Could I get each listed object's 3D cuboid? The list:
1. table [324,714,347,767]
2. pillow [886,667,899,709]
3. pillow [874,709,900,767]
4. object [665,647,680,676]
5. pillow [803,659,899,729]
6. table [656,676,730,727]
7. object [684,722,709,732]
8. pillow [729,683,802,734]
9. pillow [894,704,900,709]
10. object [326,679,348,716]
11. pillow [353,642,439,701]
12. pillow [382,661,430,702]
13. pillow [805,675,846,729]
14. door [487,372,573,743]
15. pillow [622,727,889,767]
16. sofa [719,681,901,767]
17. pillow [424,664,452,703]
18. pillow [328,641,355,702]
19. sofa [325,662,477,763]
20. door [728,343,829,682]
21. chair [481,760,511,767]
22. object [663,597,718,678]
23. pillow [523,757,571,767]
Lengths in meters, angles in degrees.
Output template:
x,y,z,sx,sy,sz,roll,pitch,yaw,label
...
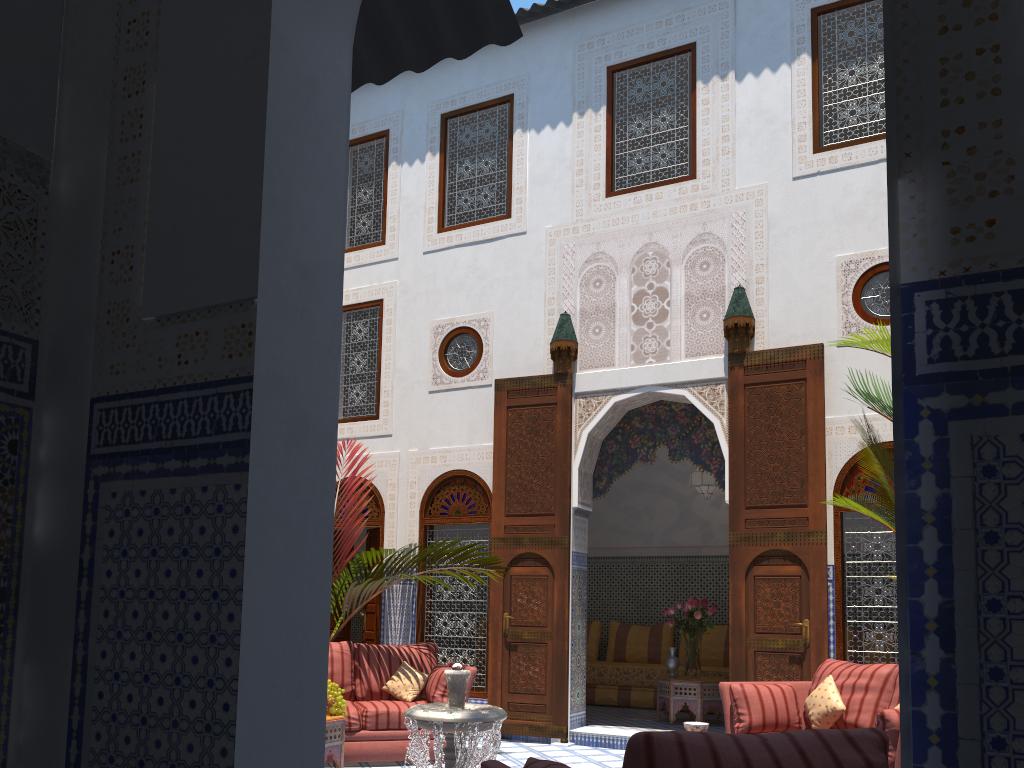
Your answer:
x,y,z,sx,sy,sz,roll,pitch,yaw,label
-1.149,1.884,4.550,0.539,0.317,0.549,-5,-14,27,table
1.828,1.395,3.723,0.306,0.394,0.571,5,-12,-21,pillow
1.572,1.380,3.415,0.397,0.239,0.191,5,-10,-16,pillow
1.211,2.094,6.604,0.107,0.209,0.108,-4,-9,33,object
1.660,1.536,4.253,0.302,0.371,0.595,4,-12,-17,pillow
1.364,2.353,6.517,0.539,0.317,0.549,-5,-14,27,table
0.862,1.615,4.097,0.119,0.056,0.120,-10,-17,39,object
1.264,1.622,4.361,0.380,0.249,0.191,5,-10,-16,pillow
1.622,1.406,3.649,0.148,0.254,0.285,-3,-11,26,pillow
-1.018,1.690,4.652,0.306,0.235,0.222,0,-10,8,object
-0.722,1.829,5.567,0.562,0.368,0.326,5,-10,-17,pillow
-0.647,1.819,5.359,0.267,0.231,0.149,-5,-10,29,pillow
1.484,1.525,4.169,0.131,0.272,0.308,2,-11,-7,pillow
0.129,1.177,6.039,0.584,2.474,0.125,-1,-6,23,door
0.448,0.849,1.689,0.583,0.373,0.307,5,-10,-17,pillow
1.594,1.662,3.930,0.734,0.530,1.393,5,-14,-17,sofa
-0.421,1.826,5.297,0.188,0.238,0.405,4,-13,-16,pillow
-1.257,1.775,5.392,0.583,0.384,0.297,5,-10,-17,pillow
-0.957,1.968,5.308,1.365,0.531,0.748,5,-12,-17,sofa
1.601,1.016,5.304,0.584,2.474,0.125,-2,-7,28,door
0.403,1.090,1.808,0.814,0.532,0.742,5,-12,-17,chair
1.335,1.891,6.547,0.337,0.586,0.453,7,-11,-36,object
0.132,0.968,1.933,0.188,0.238,0.405,4,-13,-16,pillow
